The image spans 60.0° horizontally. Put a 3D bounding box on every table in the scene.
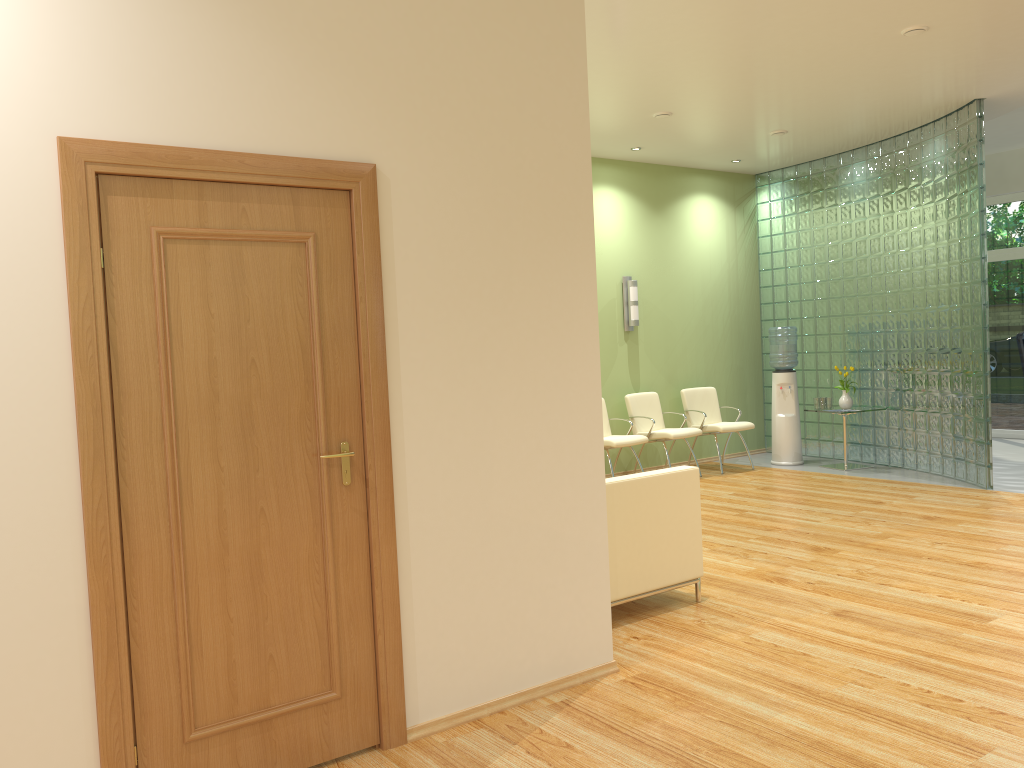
[{"bbox_3d":[3.502,0.568,9.327,0.581,0.614,0.581,-4,3,-21],"label":"table"}]

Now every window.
[{"bbox_3d":[7.977,-0.802,8.374,0.092,3.000,9.401,-5,3,-35],"label":"window"}]

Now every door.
[{"bbox_3d":[-0.859,0.340,2.947,0.823,2.001,0.098,-5,3,-35],"label":"door"}]

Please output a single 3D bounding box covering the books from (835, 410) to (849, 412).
[{"bbox_3d":[3.396,0.273,9.109,0.150,0.004,0.210,-1,3,30],"label":"books"}]

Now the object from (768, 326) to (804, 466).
[{"bbox_3d":[3.002,0.127,9.753,0.353,1.506,0.353,-4,3,-28],"label":"object"}]

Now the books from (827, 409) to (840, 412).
[{"bbox_3d":[3.349,0.273,9.164,0.210,0.004,0.150,-4,3,-20],"label":"books"}]

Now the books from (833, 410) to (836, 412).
[{"bbox_3d":[3.381,0.273,9.119,0.150,0.004,0.210,-1,3,40],"label":"books"}]

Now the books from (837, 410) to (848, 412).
[{"bbox_3d":[3.413,0.272,9.101,0.150,0.004,0.210,-2,3,20],"label":"books"}]

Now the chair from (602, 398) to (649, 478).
[{"bbox_3d":[15.791,-0.035,5.277,31.281,0.986,0.752,-2,3,13],"label":"chair"}]

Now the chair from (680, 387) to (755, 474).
[{"bbox_3d":[2.223,0.484,9.608,0.536,0.881,0.650,-4,3,-30],"label":"chair"}]

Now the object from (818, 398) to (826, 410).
[{"bbox_3d":[3.283,0.209,9.387,0.071,0.119,0.072,-5,3,-35],"label":"object"}]

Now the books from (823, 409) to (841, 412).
[{"bbox_3d":[3.345,0.272,9.181,0.210,0.004,0.150,-3,3,-10],"label":"books"}]

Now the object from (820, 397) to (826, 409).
[{"bbox_3d":[3.336,0.202,9.490,0.071,0.119,0.072,-5,3,-35],"label":"object"}]

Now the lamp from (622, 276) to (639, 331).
[{"bbox_3d":[1.265,-0.853,9.398,0.134,0.580,0.142,-5,3,-35],"label":"lamp"}]

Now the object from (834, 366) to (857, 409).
[{"bbox_3d":[3.495,0.032,9.290,0.219,0.459,0.201,-3,2,-6],"label":"object"}]

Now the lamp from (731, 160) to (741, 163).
[{"bbox_3d":[2.458,-2.443,9.726,0.105,0.011,0.105,-1,3,36],"label":"lamp"}]

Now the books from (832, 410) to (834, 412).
[{"bbox_3d":[3.368,0.273,9.132,0.210,0.004,0.150,-5,3,-40],"label":"books"}]

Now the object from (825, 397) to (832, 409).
[{"bbox_3d":[3.363,0.204,9.414,0.071,0.119,0.072,-5,3,-35],"label":"object"}]

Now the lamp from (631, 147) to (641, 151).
[{"bbox_3d":[1.238,-2.346,8.857,0.105,0.011,0.105,-1,3,36],"label":"lamp"}]

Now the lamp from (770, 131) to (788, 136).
[{"bbox_3d":[2.546,-2.386,8.465,0.167,0.024,0.167,-1,3,38],"label":"lamp"}]

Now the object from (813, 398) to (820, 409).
[{"bbox_3d":[3.255,0.207,9.466,0.071,0.119,0.072,-5,3,-35],"label":"object"}]

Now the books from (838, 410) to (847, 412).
[{"bbox_3d":[3.430,0.272,9.097,0.150,0.004,0.210,-2,3,10],"label":"books"}]

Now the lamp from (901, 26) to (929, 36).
[{"bbox_3d":[2.600,-2.269,5.721,0.167,0.024,0.167,-3,2,4],"label":"lamp"}]

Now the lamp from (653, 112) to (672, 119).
[{"bbox_3d":[1.285,-2.286,7.567,0.167,0.024,0.167,-2,3,15],"label":"lamp"}]

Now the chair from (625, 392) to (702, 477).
[{"bbox_3d":[16.119,-0.061,5.517,30.806,0.986,0.748,-2,3,14],"label":"chair"}]

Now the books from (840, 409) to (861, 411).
[{"bbox_3d":[3.467,0.270,9.097,0.150,0.004,0.210,-3,3,-10],"label":"books"}]
